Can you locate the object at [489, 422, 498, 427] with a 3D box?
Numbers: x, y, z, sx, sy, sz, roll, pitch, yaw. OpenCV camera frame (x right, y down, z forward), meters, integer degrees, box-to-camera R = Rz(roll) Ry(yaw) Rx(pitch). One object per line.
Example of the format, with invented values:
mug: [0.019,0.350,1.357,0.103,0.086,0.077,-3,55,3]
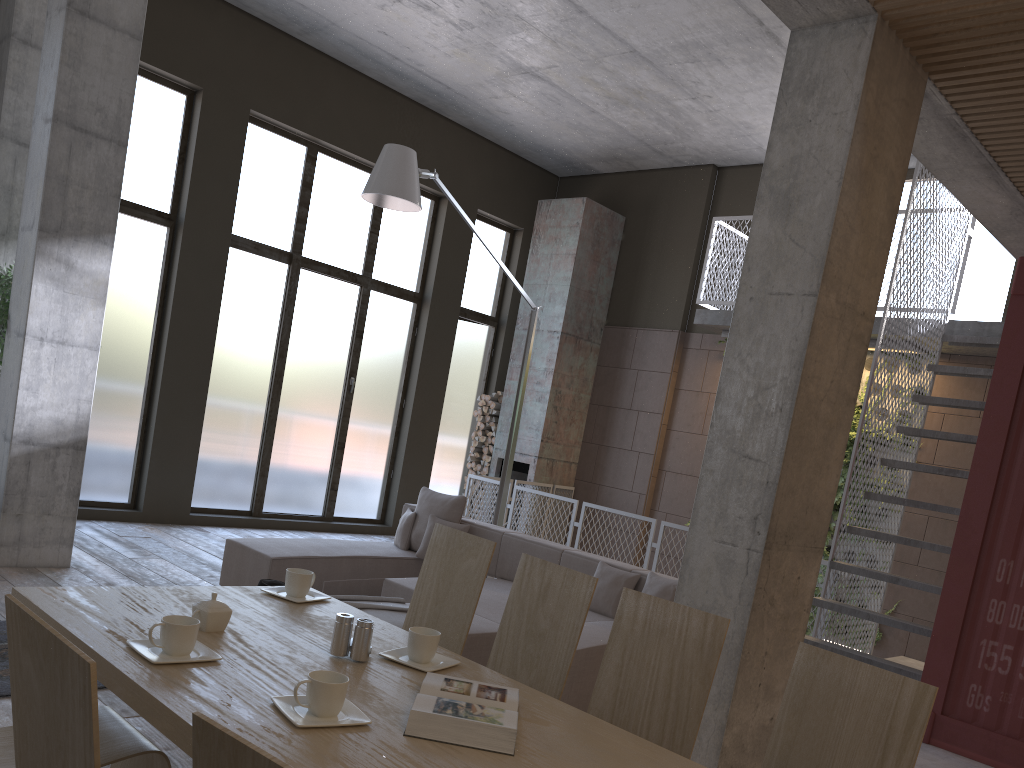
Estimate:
object: [-0.138,0.560,11.732,0.120,0.068,0.368,9,-3,45]

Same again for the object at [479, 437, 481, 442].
object: [-0.278,0.774,11.869,0.066,0.068,0.427,12,-1,43]

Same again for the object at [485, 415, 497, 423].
object: [-0.176,0.498,11.770,0.089,0.090,0.460,12,-1,42]

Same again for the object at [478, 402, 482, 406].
object: [-0.288,0.296,11.891,0.120,0.069,0.368,10,-3,45]

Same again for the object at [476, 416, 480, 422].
object: [-0.319,0.497,11.870,0.066,0.068,0.427,12,-1,43]

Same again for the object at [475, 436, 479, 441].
object: [-0.335,0.765,11.924,0.066,0.067,0.427,12,-1,43]

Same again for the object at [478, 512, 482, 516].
object: [-0.267,1.748,11.802,0.090,0.093,0.442,12,-1,43]

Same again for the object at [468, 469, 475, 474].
object: [-0.456,1.224,11.970,0.099,0.103,0.296,12,-1,45]

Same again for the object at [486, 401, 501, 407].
object: [-0.175,0.289,11.718,0.102,0.084,0.367,11,-2,43]

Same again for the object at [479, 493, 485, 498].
object: [-0.268,1.509,11.827,0.089,0.090,0.460,12,-1,43]

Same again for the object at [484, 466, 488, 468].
object: [-0.224,1.150,11.805,0.066,0.072,0.428,12,-1,43]

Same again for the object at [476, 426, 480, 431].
object: [-0.390,0.609,11.838,0.044,0.073,0.254,13,0,43]

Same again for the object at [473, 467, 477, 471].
object: [-0.383,1.166,11.886,0.087,0.057,0.336,10,-2,43]

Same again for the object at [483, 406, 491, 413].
object: [-0.193,0.377,11.776,0.092,0.084,0.485,11,-2,43]

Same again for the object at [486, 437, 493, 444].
object: [-0.151,0.782,11.773,0.089,0.090,0.460,12,-1,43]

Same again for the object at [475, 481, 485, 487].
object: [-0.297,1.361,11.813,0.089,0.090,0.460,12,-1,45]

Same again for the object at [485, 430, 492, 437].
object: [-0.210,0.689,11.856,0.099,0.087,0.367,11,-2,43]

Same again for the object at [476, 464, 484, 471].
object: [-0.295,1.149,11.832,0.089,0.090,0.460,12,-1,42]

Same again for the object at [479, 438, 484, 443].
object: [-0.249,0.773,11.813,0.113,0.080,0.440,10,-2,43]

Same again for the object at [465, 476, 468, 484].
object: [-0.499,1.334,11.984,0.087,0.109,0.369,12,0,43]

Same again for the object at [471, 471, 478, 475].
object: [-0.421,1.236,11.874,0.097,0.108,0.297,12,0,45]

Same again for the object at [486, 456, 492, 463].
object: [-0.151,1.029,11.727,0.092,0.084,0.485,11,-2,43]

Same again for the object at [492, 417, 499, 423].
object: [-0.105,0.499,11.743,0.066,0.072,0.428,12,-1,43]

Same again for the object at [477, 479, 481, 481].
object: [-0.329,1.340,11.918,0.099,0.087,0.367,11,-2,43]

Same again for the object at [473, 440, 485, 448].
object: [-0.325,0.835,11.848,0.092,0.084,0.485,11,-2,43]

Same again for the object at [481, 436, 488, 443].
object: [-0.224,0.771,11.815,0.092,0.084,0.485,11,-2,43]

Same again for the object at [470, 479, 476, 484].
object: [-0.404,1.344,11.953,0.091,0.094,0.442,12,-1,43]

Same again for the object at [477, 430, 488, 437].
object: [-0.286,0.693,11.891,0.091,0.094,0.442,12,-1,43]

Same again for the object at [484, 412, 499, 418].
object: [-0.188,0.432,11.782,0.113,0.080,0.440,10,-2,43]

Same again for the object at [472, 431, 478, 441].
object: [-0.401,0.725,11.938,0.063,0.126,0.368,14,1,42]

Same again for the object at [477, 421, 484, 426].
object: [-0.337,0.573,11.908,0.099,0.103,0.296,12,-1,45]

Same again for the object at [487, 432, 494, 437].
object: [-0.147,0.709,11.781,0.113,0.080,0.440,10,-2,43]

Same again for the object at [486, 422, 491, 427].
object: [-0.210,0.564,11.805,0.063,0.075,0.363,12,-1,42]

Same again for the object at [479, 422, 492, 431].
object: [-0.302,0.584,11.812,0.097,0.108,0.297,12,0,45]

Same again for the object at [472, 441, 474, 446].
object: [-0.379,0.838,11.901,0.066,0.068,0.427,12,-1,43]

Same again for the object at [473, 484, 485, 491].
object: [-0.343,1.422,11.877,0.092,0.084,0.485,11,-2,43]

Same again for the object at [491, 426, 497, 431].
object: [-0.117,0.631,11.723,0.065,0.085,0.430,12,-1,41]

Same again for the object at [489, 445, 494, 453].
object: [-0.160,0.891,11.699,0.087,0.109,0.369,12,0,43]

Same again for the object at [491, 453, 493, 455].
object: [-0.137,0.947,11.768,0.099,0.087,0.367,11,-2,43]

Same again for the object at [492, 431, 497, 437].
object: [-0.101,0.689,11.713,0.070,0.073,0.427,12,-1,43]

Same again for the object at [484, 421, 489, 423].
object: [-0.264,0.515,11.824,0.087,0.057,0.336,10,-2,43]

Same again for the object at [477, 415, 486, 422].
object: [-0.265,0.494,11.817,0.092,0.084,0.485,11,-2,43]

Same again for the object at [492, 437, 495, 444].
object: [-0.091,0.782,11.710,0.090,0.093,0.442,12,-1,43]
